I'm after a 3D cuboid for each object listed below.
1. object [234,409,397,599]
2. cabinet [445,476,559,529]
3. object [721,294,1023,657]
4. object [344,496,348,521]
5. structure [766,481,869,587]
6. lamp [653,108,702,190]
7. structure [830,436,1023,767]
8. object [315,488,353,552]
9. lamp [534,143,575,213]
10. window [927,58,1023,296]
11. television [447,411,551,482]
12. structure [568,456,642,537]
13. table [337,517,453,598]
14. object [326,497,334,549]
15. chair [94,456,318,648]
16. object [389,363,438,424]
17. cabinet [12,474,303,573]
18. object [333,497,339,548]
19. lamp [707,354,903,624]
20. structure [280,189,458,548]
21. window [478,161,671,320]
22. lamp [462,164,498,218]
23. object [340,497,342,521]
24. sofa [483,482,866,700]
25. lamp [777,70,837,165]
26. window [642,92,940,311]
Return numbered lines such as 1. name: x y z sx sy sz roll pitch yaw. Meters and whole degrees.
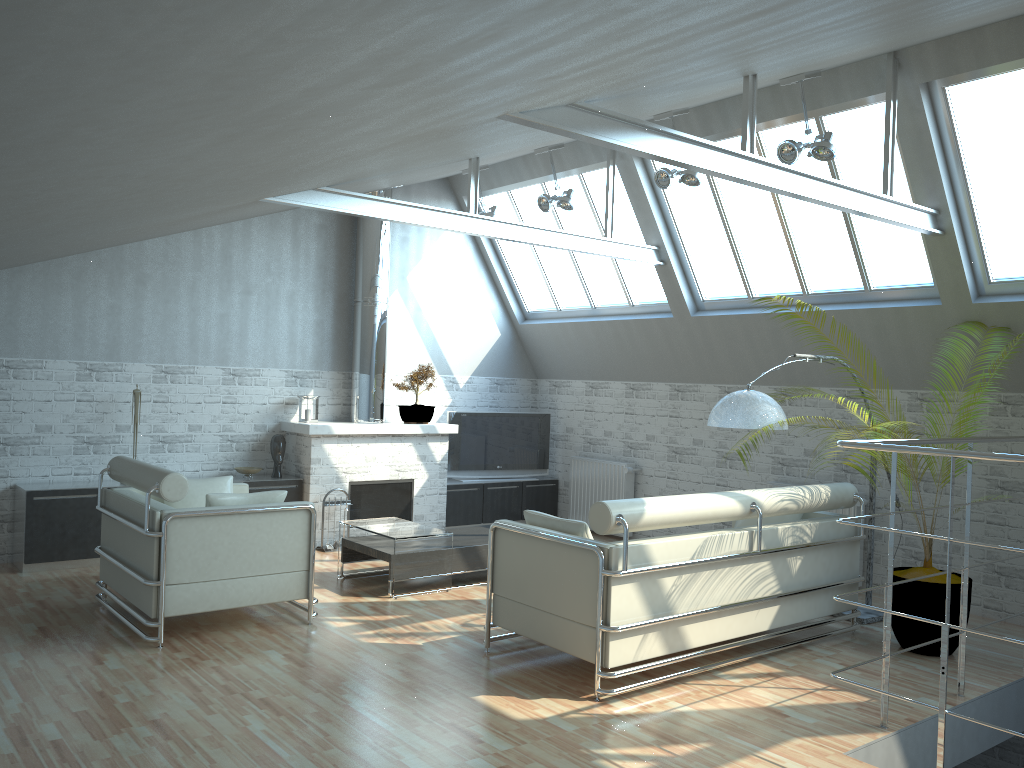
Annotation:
1. object: -3.026 1.780 14.794 1.528 2.558 4.859 2 0 -39
2. cabinet: -0.485 2.637 19.739 3.234 1.016 0.908 2 0 -38
3. object: 4.539 1.142 11.425 3.777 4.386 5.015 2 0 27
4. object: -3.072 2.516 16.398 0.026 0.873 0.155 2 0 -37
5. structure: 5.145 2.510 14.974 0.508 1.524 1.892 2 0 -38
6. lamp: 2.474 -3.596 13.507 0.618 1.172 0.808 2 0 -35
7. structure: 6.977 2.037 7.808 6.483 2.781 5.366 2 0 -38
8. object: -3.249 2.485 16.364 0.584 1.124 0.412 2 0 -38
9. lamp: 0.716 -3.662 15.719 0.619 1.172 0.808 2 0 -34
10. window: 7.527 -2.613 10.303 1.897 2.787 4.651 2 0 -38
11. television: -0.329 1.376 19.743 2.577 1.514 0.592 2 0 -28
12. structure: 1.951 2.390 18.994 0.508 1.524 1.892 2 0 -38
13. table: -1.834 2.649 13.763 1.015 0.867 1.726 2 0 -38
14. object: -3.312 2.529 16.130 0.131 0.916 0.146 2 0 -38
15. chair: -4.055 2.026 11.730 2.201 2.001 2.507 2 0 -38
16. object: -2.010 0.171 18.038 1.115 1.265 0.572 2 0 -35
17. cabinet: -5.964 2.318 15.361 4.572 1.270 0.914 2 0 -38
18. object: -3.203 2.541 16.222 0.145 0.932 0.065 2 0 33
19. lamp: 4.539 1.471 12.457 4.621 3.709 1.015 2 0 -32
20. structure: -2.747 -0.523 17.641 3.302 7.180 1.309 2 0 -38
21. window: 1.209 -2.850 18.256 1.897 2.787 4.651 2 0 -38
22. lamp: -0.658 -3.714 17.449 0.619 1.172 0.808 2 0 -34
23. object: -3.161 2.504 16.326 0.025 0.855 0.025 2 0 -16
24. sofa: 2.210 2.253 11.226 4.866 1.999 2.199 2 0 -38
25. lamp: 3.860 -3.544 11.762 0.619 1.172 0.808 2 0 -34
26. window: 4.368 -2.732 14.280 1.897 2.787 4.651 2 0 -38
